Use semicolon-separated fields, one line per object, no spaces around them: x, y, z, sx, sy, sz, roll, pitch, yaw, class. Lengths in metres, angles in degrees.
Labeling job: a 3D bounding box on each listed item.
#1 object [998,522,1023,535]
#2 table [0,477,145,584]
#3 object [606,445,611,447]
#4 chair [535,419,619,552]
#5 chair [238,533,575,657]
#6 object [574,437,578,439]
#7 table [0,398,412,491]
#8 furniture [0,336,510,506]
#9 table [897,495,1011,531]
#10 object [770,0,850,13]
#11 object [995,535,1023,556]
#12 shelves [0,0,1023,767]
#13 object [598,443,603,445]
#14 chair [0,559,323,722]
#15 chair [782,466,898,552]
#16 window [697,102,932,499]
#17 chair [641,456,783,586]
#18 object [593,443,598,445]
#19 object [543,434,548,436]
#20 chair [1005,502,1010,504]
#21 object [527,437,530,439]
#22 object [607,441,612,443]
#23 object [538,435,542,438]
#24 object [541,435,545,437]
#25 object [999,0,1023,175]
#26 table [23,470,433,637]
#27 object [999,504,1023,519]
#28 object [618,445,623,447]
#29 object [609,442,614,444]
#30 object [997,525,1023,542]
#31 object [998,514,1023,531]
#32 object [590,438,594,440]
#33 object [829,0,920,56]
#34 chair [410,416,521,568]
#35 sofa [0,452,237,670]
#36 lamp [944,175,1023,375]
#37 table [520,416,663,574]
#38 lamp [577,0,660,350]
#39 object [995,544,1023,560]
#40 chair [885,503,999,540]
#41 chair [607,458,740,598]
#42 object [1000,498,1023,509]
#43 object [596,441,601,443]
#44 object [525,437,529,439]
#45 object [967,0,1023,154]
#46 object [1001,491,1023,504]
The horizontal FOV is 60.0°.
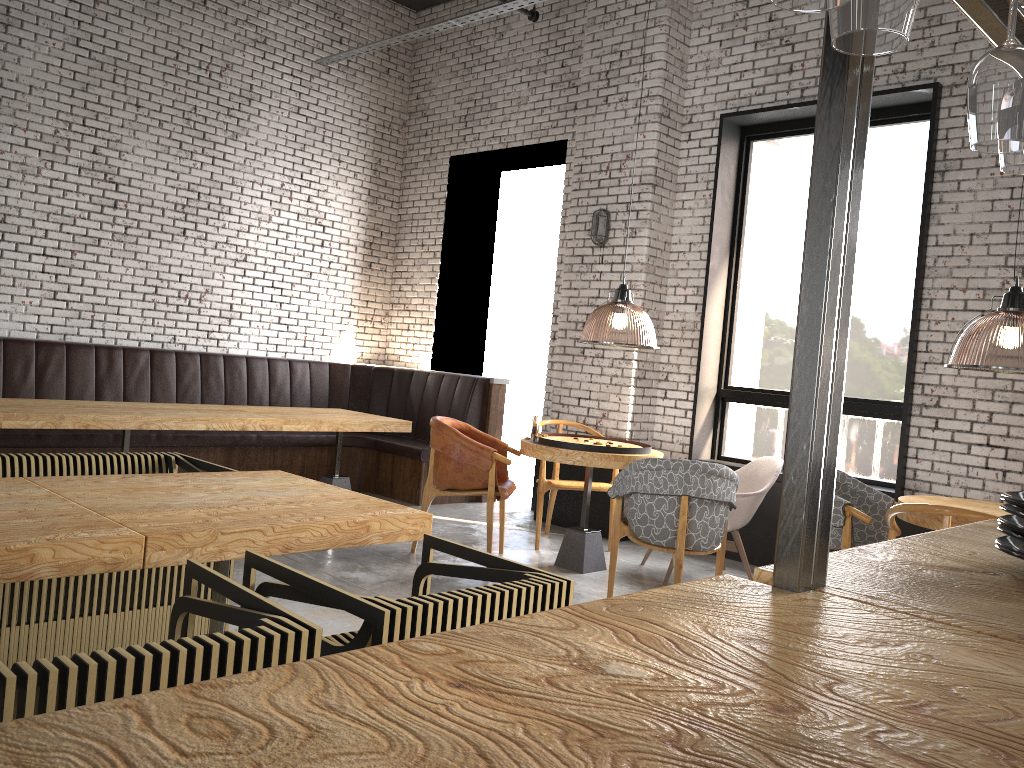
0.950;0.267;1.418;0.305;0.046;0.306;5;1;2;object
-1.707;0.718;2.335;1.001;0.763;0.996;6;1;44;table
0.611;0.391;5.617;0.032;0.010;0.032;5;1;5;object
0.408;0.745;6.581;0.612;0.921;0.644;5;1;-19;chair
-0.315;0.861;2.439;0.656;0.730;0.639;5;1;-45;chair
0.430;0.366;5.960;0.032;0.010;0.032;5;1;5;object
-2.628;0.543;5.975;1.001;0.763;4.132;6;2;44;table
-3.103;0.292;6.476;1.919;1.150;6.758;6;2;44;furniture
2.321;1.019;4.251;0.932;0.809;0.932;5;1;2;table
0.298;-0.503;0.847;0.101;0.267;0.101;5;0;-32;object
0.946;0.290;1.418;0.305;0.041;0.306;5;2;-28;object
0.280;-1.192;0.570;0.690;5.018;3.656;6;1;44;shelves
0.571;0.386;5.700;0.032;0.010;0.032;5;1;5;object
-0.877;0.824;1.838;0.656;0.730;0.639;5;1;-43;chair
1.728;0.906;4.823;0.644;0.929;0.680;6;1;44;chair
2.200;-0.626;6.421;1.536;2.696;0.364;6;1;44;window
1.348;0.878;5.873;0.802;0.850;0.771;5;1;-6;chair
0.537;0.383;5.683;0.032;0.010;0.032;5;1;5;object
0.226;0.348;6.010;0.032;0.010;0.032;5;1;5;object
2.965;1.026;4.744;0.643;0.921;0.613;5;1;-39;chair
0.108;0.361;5.936;0.032;0.010;0.032;5;1;5;object
0.649;0.388;5.904;0.032;0.010;0.032;5;1;5;object
0.186;0.352;5.914;0.032;0.020;0.031;5;1;9;object
0.209;0.347;5.980;0.032;0.010;0.032;5;1;5;object
0.820;-0.468;1.387;0.101;0.267;0.101;5;0;8;object
-1.011;0.764;3.054;1.001;0.763;0.996;6;1;44;table
0.951;0.237;1.417;0.305;0.037;0.306;4;2;-45;object
0.695;0.397;5.690;0.032;0.010;0.032;5;1;5;object
0.651;0.390;5.816;0.032;0.010;0.032;5;1;5;object
0.948;0.275;1.418;0.305;0.044;0.306;4;2;-45;object
0.949;0.252;1.417;0.306;0.042;0.306;5;1;1;object
0.541;0.375;6.014;0.032;0.010;0.032;5;1;5;object
0.394;-0.497;0.946;0.101;0.267;0.101;5;0;-32;object
-0.307;0.694;5.800;0.644;0.929;0.681;5;1;7;chair
-2.054;0.676;3.416;0.641;0.730;1.804;6;1;44;sofa
2.433;-1.255;4.146;0.536;2.405;0.537;5;0;-4;lamp
0.493;0.730;5.823;0.932;0.973;0.932;5;1;-3;table
0.798;-1.445;5.743;0.536;2.405;0.537;5;0;-4;lamp
0.945;0.301;1.417;0.306;0.035;0.306;5;1;-8;object
1.803;0.945;3.673;0.613;0.921;0.643;6;1;36;chair
0.822;0.828;4.594;0.681;0.929;0.644;5;1;4;chair
0.953;0.226;1.417;0.305;0.048;0.306;5;1;-21;object
0.563;0.382;5.796;0.032;0.010;0.032;5;1;5;object
0.100;0.361;5.891;0.032;0.010;0.032;5;1;5;object
0.718;-0.475;1.281;0.101;0.267;0.101;5;0;-15;object
0.954;0.212;1.416;0.306;0.039;0.305;6;2;27;object
